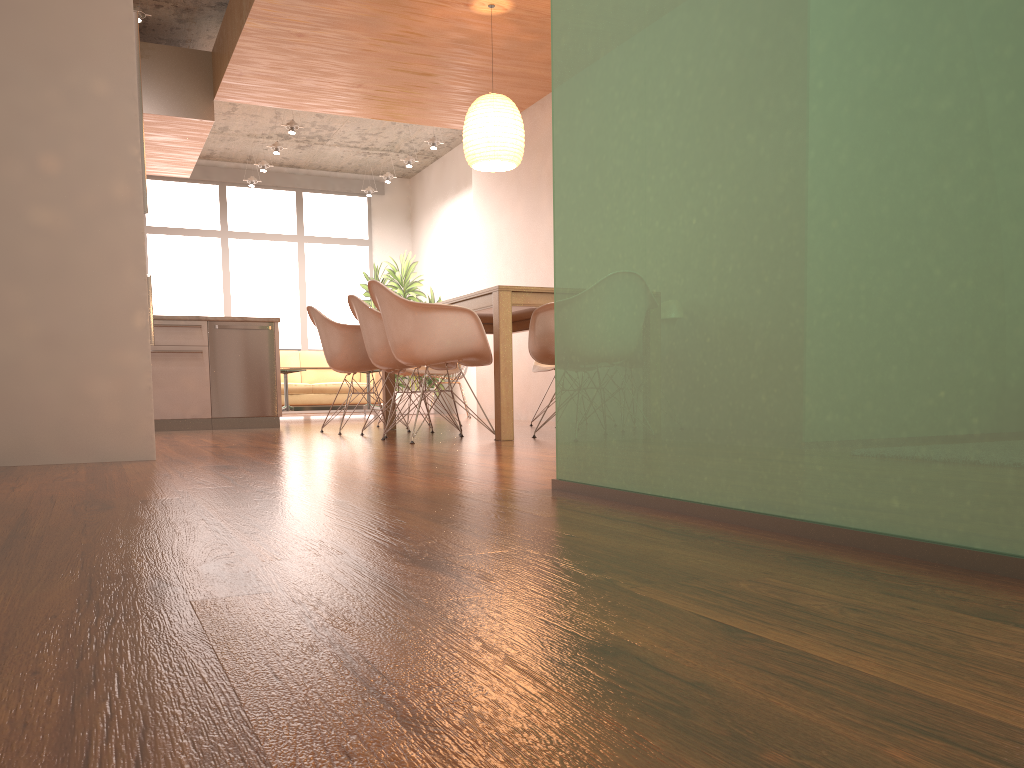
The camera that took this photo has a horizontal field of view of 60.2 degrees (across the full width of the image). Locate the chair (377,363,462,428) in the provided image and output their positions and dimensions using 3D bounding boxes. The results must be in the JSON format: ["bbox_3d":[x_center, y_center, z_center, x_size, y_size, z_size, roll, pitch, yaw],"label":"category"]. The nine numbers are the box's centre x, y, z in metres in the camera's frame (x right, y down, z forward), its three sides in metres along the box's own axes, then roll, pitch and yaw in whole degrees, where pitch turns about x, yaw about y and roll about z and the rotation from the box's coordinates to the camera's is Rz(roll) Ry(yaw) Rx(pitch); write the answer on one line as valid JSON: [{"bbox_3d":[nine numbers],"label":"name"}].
[{"bbox_3d":[-0.773,-0.091,7.065,0.679,0.867,0.643,-3,4,-40],"label":"chair"}]

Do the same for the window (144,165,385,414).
[{"bbox_3d":[-5.678,-1.205,11.031,8.525,3.304,0.062,-1,4,-25],"label":"window"}]

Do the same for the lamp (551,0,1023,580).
[{"bbox_3d":[-0.069,-1.401,4.973,0.445,3.417,8.194,-2,0,-7],"label":"lamp"}]

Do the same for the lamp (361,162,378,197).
[{"bbox_3d":[-1.913,-2.758,11.816,0.134,0.486,0.197,2,5,32],"label":"lamp"}]

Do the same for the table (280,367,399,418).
[{"bbox_3d":[-2.042,0.110,9.860,1.863,0.563,0.939,-1,1,-25],"label":"table"}]

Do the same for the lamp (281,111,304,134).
[{"bbox_3d":[-2.233,-2.786,8.949,0.134,0.486,0.197,2,5,32],"label":"lamp"}]

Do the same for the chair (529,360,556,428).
[{"bbox_3d":[0.499,-0.117,6.642,0.640,0.867,0.683,-2,3,-25],"label":"chair"}]

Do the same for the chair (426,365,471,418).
[{"bbox_3d":[-0.670,-0.085,9.536,0.560,0.907,0.540,-1,3,-5],"label":"chair"}]

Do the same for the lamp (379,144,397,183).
[{"bbox_3d":[-1.559,-2.772,11.076,0.134,0.486,0.197,2,5,32],"label":"lamp"}]

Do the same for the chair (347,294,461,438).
[{"bbox_3d":[-0.690,-0.111,5.498,0.639,0.867,0.684,-3,3,-30],"label":"chair"}]

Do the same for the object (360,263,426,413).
[{"bbox_3d":[-1.578,-0.640,12.243,1.079,2.120,0.961,-1,4,-7],"label":"object"}]

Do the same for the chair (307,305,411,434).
[{"bbox_3d":[-1.078,-0.097,6.098,0.639,0.867,0.684,-3,3,-30],"label":"chair"}]

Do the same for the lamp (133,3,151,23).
[{"bbox_3d":[-2.666,-2.818,6.272,0.103,0.474,0.151,2,5,32],"label":"lamp"}]

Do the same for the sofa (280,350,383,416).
[{"bbox_3d":[-2.587,-0.006,11.008,1.794,0.843,0.878,-1,2,-25],"label":"sofa"}]

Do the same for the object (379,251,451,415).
[{"bbox_3d":[-1.274,-0.652,11.639,0.964,2.120,1.075,-2,4,-12],"label":"object"}]

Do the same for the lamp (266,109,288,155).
[{"bbox_3d":[-2.587,-2.772,9.689,0.134,0.486,0.197,2,5,32],"label":"lamp"}]

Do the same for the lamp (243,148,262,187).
[{"bbox_3d":[-3.294,-2.743,11.170,0.134,0.486,0.197,2,5,32],"label":"lamp"}]

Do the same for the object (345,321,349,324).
[{"bbox_3d":[-1.963,-0.470,9.821,0.296,0.594,0.370,-3,4,-31],"label":"object"}]

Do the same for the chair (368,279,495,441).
[{"bbox_3d":[-0.458,-0.128,4.841,0.639,0.854,0.684,-3,3,-30],"label":"chair"}]

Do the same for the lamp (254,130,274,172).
[{"bbox_3d":[-2.940,-2.757,10.430,0.134,0.486,0.197,2,5,32],"label":"lamp"}]

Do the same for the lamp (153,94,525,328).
[{"bbox_3d":[-1.858,-1.191,6.323,3.203,1.356,3.066,-1,0,-25],"label":"lamp"}]

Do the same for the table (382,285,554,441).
[{"bbox_3d":[-0.048,-0.094,5.773,1.021,0.814,2.072,-2,0,-25],"label":"table"}]

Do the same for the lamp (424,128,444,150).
[{"bbox_3d":[-0.852,-2.801,9.595,0.134,0.486,0.197,2,5,32],"label":"lamp"}]

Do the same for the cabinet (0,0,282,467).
[{"bbox_3d":[-2.181,-0.797,5.542,1.906,2.290,4.243,-2,1,-25],"label":"cabinet"}]

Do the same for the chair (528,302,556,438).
[{"bbox_3d":[0.456,-0.137,4.791,0.680,0.867,0.642,-3,3,-30],"label":"chair"}]

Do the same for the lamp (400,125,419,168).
[{"bbox_3d":[-1.205,-2.787,10.335,0.134,0.486,0.197,2,5,32],"label":"lamp"}]
